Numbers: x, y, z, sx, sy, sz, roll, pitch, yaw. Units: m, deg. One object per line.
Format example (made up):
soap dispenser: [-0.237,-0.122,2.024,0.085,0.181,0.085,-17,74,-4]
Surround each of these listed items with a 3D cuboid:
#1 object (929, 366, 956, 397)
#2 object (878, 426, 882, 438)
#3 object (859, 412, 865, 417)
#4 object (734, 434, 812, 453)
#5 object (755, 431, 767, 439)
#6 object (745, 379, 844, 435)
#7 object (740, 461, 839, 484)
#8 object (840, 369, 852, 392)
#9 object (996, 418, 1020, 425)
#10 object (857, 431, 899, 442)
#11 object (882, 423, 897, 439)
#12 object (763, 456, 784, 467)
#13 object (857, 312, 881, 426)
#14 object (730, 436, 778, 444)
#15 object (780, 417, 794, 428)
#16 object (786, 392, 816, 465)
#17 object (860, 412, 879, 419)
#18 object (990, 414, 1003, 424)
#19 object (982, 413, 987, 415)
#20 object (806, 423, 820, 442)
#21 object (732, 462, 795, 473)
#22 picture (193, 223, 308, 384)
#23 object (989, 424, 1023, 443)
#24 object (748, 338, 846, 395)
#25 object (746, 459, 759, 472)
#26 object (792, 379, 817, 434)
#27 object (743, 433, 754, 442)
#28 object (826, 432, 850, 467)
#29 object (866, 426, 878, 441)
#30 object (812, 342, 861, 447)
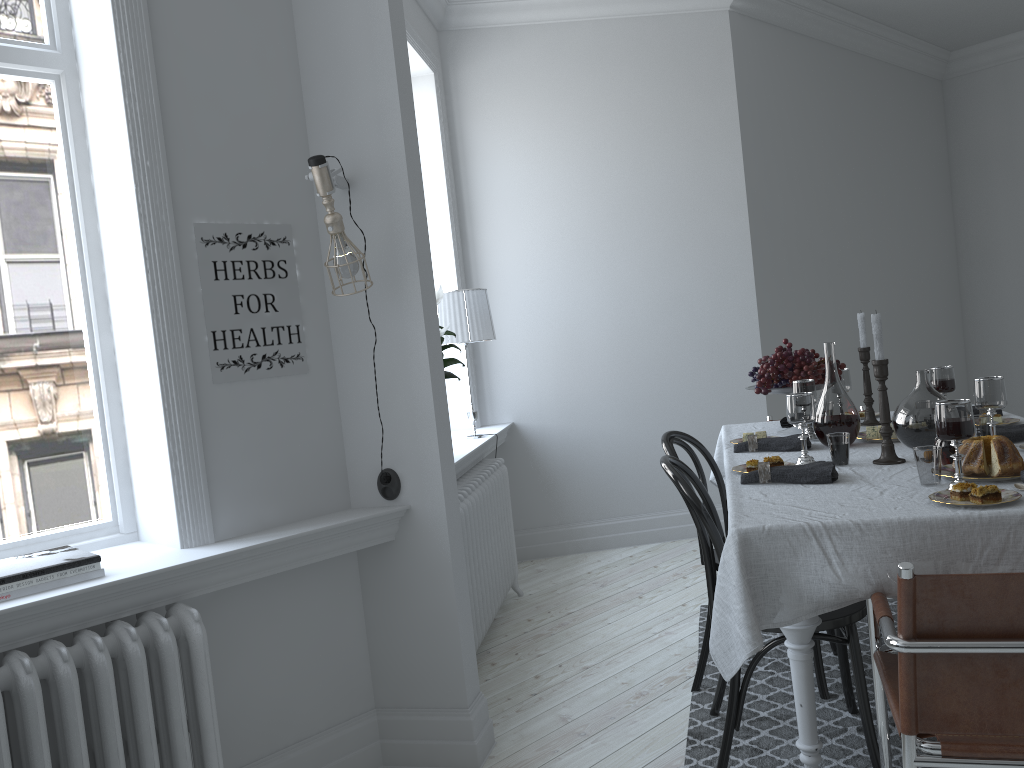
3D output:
object: [1.527,0.047,3.137,0.083,0.215,0.083,-8,3,-39]
object: [1.289,0.165,3.058,0.040,0.039,0.077,-6,3,16]
object: [1.439,0.128,3.678,0.037,0.021,0.057,-9,4,-44]
object: [0.894,0.200,3.012,0.247,0.061,0.165,-6,3,-4]
object: [0.911,0.196,3.248,0.039,0.040,0.078,-5,3,21]
object: [1.101,0.092,3.438,0.367,0.188,0.367,-6,3,-2]
object: [0.764,0.241,2.414,0.247,0.061,0.165,-6,3,-4]
object: [1.324,0.050,3.563,0.083,0.215,0.083,-8,3,-39]
object: [1.658,0.135,3.077,0.182,0.013,0.182,-8,3,-29]
object: [1.293,0.177,3.022,0.251,0.018,0.251,-9,4,-44]
object: [1.294,0.159,2.983,0.056,0.056,0.100,-8,3,-27]
object: [0.785,0.236,2.661,0.057,0.041,0.038,-6,3,-2]
object: [1.357,-0.058,3.401,0.089,0.432,0.089,-7,3,-21]
object: [0.895,0.211,3.259,0.182,0.013,0.182,-9,4,-44]
object: [1.165,0.140,3.681,0.165,0.061,0.247,-6,3,-4]
object: [0.886,0.137,2.702,0.083,0.215,0.083,-8,3,-39]
object: [1.433,0.133,3.670,0.182,0.013,0.182,-8,3,-34]
object: [1.662,0.123,3.064,0.057,0.037,0.021,-5,3,27]
object: [1.666,0.120,3.105,0.051,0.039,0.036,-6,3,-4]
object: [1.073,0.156,3.140,0.066,0.094,0.066,-8,3,-32]
object: [0.753,0.254,2.656,0.182,0.013,0.182,-9,4,-44]
picture: [-0.764,-0.245,2.622,0.311,0.457,0.003,-9,4,-44]
object: [1.556,0.140,2.729,0.247,0.061,0.165,-6,3,-4]
object: [1.093,-0.074,3.438,0.347,0.215,0.318,-6,3,9]
object: [0.719,0.245,2.645,0.036,0.039,0.051,-5,3,23]
object: [1.064,0.094,3.210,0.083,0.215,0.083,-4,3,41]
object: [0.870,0.201,3.259,0.040,0.039,0.077,-6,3,16]
object: [0.959,0.193,2.597,0.066,0.094,0.066,-4,3,35]
object: [1.232,0.168,3.037,0.039,0.040,0.077,-5,3,26]
object: [1.075,0.035,2.964,0.152,0.352,0.152,-6,3,7]
